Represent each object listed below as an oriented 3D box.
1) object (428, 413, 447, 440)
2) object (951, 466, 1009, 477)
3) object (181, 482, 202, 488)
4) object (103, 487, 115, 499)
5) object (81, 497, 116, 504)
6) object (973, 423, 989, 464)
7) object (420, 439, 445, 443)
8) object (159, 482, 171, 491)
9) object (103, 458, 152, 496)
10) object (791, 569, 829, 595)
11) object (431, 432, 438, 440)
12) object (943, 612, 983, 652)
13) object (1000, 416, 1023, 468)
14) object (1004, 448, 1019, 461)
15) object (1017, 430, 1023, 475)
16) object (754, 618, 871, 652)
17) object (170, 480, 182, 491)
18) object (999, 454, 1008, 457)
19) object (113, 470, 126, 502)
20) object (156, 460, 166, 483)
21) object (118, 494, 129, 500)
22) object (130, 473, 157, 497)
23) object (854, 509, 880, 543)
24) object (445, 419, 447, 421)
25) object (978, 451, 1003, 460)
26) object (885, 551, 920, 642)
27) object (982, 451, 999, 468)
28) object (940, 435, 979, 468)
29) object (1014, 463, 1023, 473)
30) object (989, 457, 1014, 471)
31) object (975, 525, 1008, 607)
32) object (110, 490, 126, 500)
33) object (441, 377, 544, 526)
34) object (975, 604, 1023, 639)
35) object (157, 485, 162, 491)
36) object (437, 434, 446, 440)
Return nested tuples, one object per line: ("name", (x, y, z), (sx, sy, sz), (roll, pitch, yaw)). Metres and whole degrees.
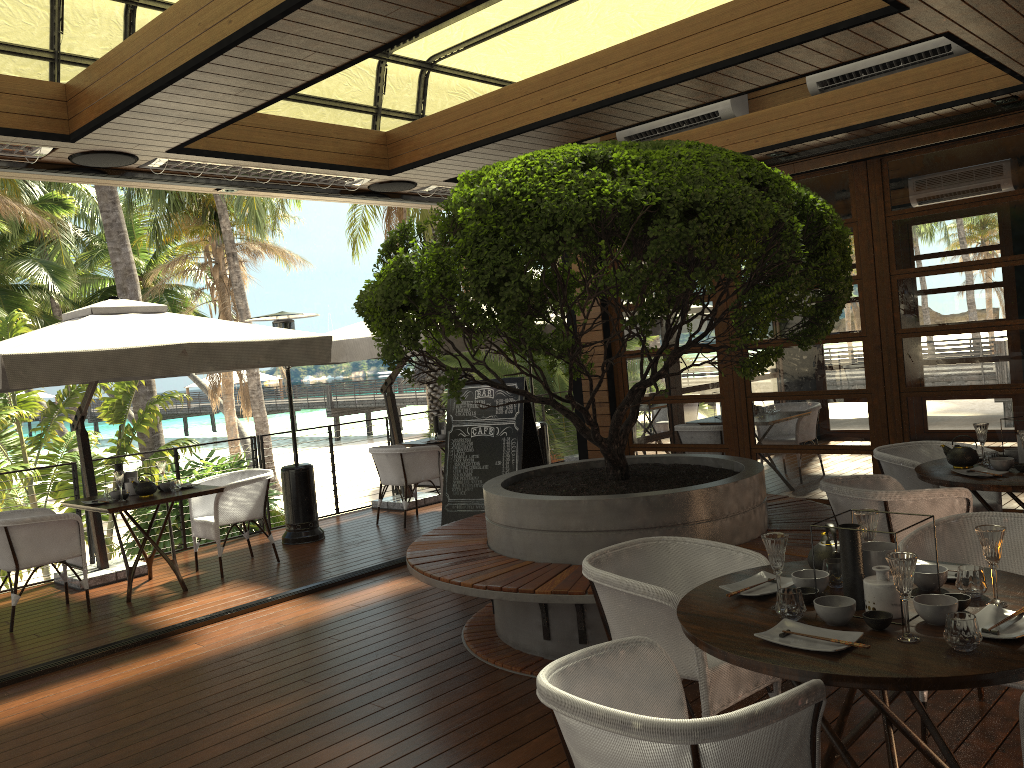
("object", (-0.758, 0.458, 9.564), (0.263, 0.264, 0.263), (-5, 2, -1))
("object", (2.466, 0.468, 4.645), (0.170, 0.025, 0.295), (-5, 2, -6))
("object", (-2.686, 0.832, 7.253), (0.294, 0.025, 0.170), (-3, 3, 44))
("object", (-3.137, 0.854, 6.911), (0.086, 0.086, 0.086), (-6, 2, -42))
("object", (-3.114, 0.890, 6.704), (0.294, 0.025, 0.170), (-3, 3, 44))
("object", (2.646, 0.335, 4.986), (0.082, 0.227, 0.082), (-6, 1, -22))
("object", (-0.793, 0.595, 9.148), (0.294, 0.025, 0.170), (-3, 3, 44))
("object", (-2.762, 0.824, 7.106), (0.116, 0.065, 0.116), (-3, 2, 42))
("object", (-3.079, 0.753, 7.120), (0.263, 0.264, 0.263), (-5, 2, -1))
("object", (0.965, 0.646, 2.863), (0.116, 0.065, 0.116), (-6, 2, -33))
("object", (-0.816, 0.559, 9.355), (0.086, 0.086, 0.086), (-6, 2, -42))
("object", (1.158, 0.639, 2.279), (0.086, 0.086, 0.086), (-5, 2, 12))
("object", (2.838, 0.311, 4.755), (0.263, 0.264, 0.263), (-5, 2, -11))
("object", (2.847, 0.401, 5.006), (0.116, 0.065, 0.116), (-6, 2, -35))
("object", (2.646, 0.351, 4.546), (0.082, 0.227, 0.082), (-5, 1, -5))
("object", (0.830, 0.694, 2.411), (0.170, 0.025, 0.294), (-7, 3, -42))
("object", (-2.671, 0.808, 7.041), (0.086, 0.086, 0.086), (-6, 2, -42))
("object", (2.748, 0.422, 4.986), (0.080, 0.042, 0.080), (-6, 2, -13))
("object", (-2.960, 0.772, 6.702), (0.082, 0.227, 0.082), (-4, 1, 33))
("object", (-2.858, 0.743, 7.250), (0.082, 0.227, 0.082), (-4, 2, 45))
("object", (-2.970, 0.866, 6.783), (0.080, 0.042, 0.080), (-5, 2, 5))
("object", (-2.860, 0.782, 6.911), (0.168, 0.179, 0.163), (-7, 2, -44))
("object", (1.194, 0.537, 2.962), (0.082, 0.227, 0.082), (-4, 1, 37))
("object", (-0.639, 0.477, 9.146), (0.082, 0.227, 0.082), (-4, 2, 45))
("object", (2.748, 0.424, 5.159), (0.295, 0.025, 0.170), (-6, 2, -11))
("object", (1.054, 0.571, 2.378), (0.082, 0.227, 0.082), (-6, 1, -42))
("object", (2.621, 0.416, 4.847), (0.086, 0.086, 0.086), (-4, 2, 43))
("object", (2.516, 0.374, 4.959), (0.163, 0.179, 0.168), (-5, 2, -8))
("object", (2.674, 0.441, 4.642), (0.080, 0.042, 0.080), (-4, 2, 22))
("object", (2.616, 0.431, 4.732), (0.116, 0.065, 0.116), (-5, 2, 15))
("object", (1.407, 0.532, 2.592), (0.082, 0.227, 0.082), (-6, 1, -37))
("object", (-3.043, 0.859, 6.850), (0.116, 0.065, 0.116), (-3, 2, 42))
("object", (-0.165, 0.654, 7.792), (0.768, 1.396, 0.772), (-4, 1, 28))
("object", (1.347, 0.648, 2.418), (0.295, 0.025, 0.170), (-7, 3, -37))
("object", (-2.833, 0.840, 7.174), (0.080, 0.042, 0.080), (-5, 2, 5))
("object", (-0.722, 0.563, 9.294), (0.116, 0.065, 0.116), (-7, 2, -42))
